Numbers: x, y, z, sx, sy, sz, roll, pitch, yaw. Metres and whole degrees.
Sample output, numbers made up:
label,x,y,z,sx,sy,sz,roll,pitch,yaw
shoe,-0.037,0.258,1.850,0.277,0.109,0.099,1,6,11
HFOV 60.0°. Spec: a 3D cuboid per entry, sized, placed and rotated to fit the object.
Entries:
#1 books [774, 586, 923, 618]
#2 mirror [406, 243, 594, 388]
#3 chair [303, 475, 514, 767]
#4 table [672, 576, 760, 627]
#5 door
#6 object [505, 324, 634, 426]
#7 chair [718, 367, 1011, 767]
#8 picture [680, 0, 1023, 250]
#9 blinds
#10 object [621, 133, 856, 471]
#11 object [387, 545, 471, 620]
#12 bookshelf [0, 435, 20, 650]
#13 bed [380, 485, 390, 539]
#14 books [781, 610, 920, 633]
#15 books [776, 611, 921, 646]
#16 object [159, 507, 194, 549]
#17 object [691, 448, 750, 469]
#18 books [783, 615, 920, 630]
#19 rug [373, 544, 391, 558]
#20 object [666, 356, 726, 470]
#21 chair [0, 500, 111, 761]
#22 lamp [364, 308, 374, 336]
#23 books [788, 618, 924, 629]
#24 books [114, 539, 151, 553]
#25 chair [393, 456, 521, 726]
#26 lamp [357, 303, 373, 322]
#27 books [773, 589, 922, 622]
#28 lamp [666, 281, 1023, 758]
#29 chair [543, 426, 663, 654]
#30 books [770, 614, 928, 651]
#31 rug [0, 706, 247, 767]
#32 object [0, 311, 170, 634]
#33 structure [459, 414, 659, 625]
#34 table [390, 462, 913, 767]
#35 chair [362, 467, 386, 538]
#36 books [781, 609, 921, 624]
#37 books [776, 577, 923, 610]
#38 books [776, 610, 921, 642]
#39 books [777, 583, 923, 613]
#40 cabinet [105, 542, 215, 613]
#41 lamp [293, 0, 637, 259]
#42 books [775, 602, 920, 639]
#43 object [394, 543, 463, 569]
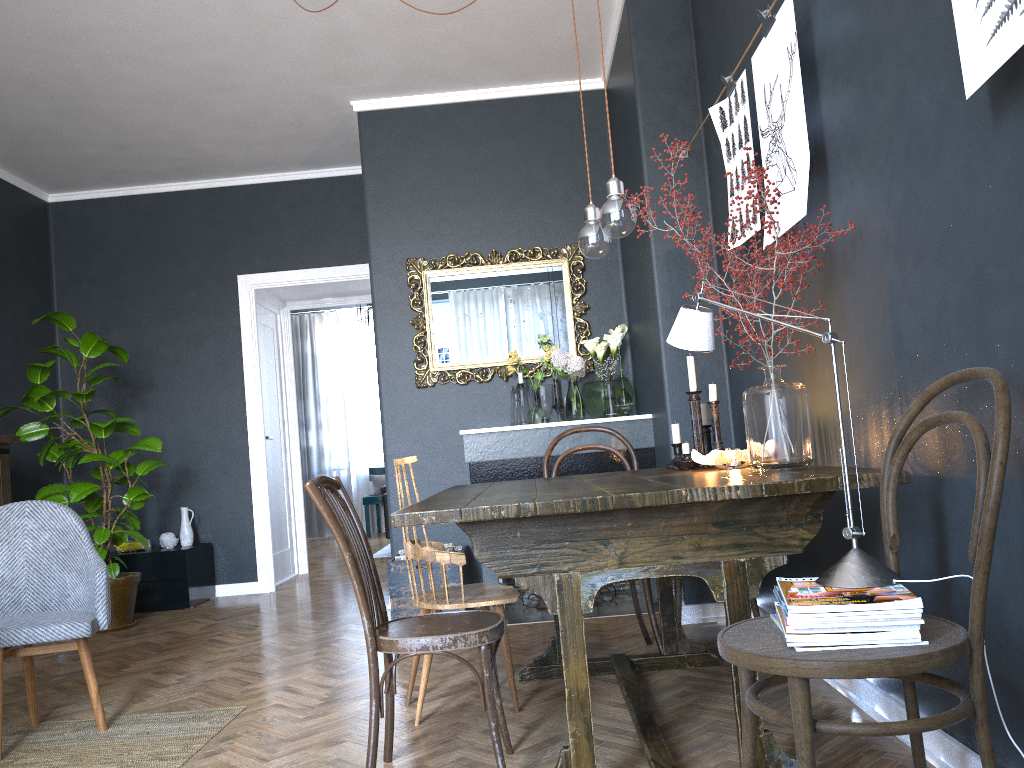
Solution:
label,x,y,z,sx,sy,sz,roll,pitch,yaw
books,0.618,0.402,1.668,0.218,0.008,0.305,-6,-5,12
mirror,-0.074,-0.404,5.200,1.057,0.783,0.067,-5,-4,1
chair,-0.256,0.631,2.347,0.467,0.819,0.363,-5,-4,1
table,0.830,0.901,3.753,0.364,0.317,0.370,-5,-4,1
door,-1.869,0.430,6.842,0.162,2.184,0.857,-5,-4,1
object,0.317,-0.055,4.962,0.727,0.546,0.474,-5,-4,4
chair,0.659,0.447,1.648,0.549,0.920,0.438,-5,-4,-2
picture,0.780,-0.876,1.896,0.058,0.770,4.462,-5,-4,1
blinds,-1.030,0.372,10.978,3.992,2.786,0.312,-5,-4,1
object,0.718,-0.226,2.495,0.638,0.930,0.557,-3,-4,-29
object,-0.435,1.086,4.830,0.383,0.326,0.553,-5,-4,1
bookshelf,-2.999,0.825,4.064,0.451,1.171,1.920,-5,-4,1
bed,-0.085,0.965,9.047,2.375,1.160,2.268,-5,-4,1
books,0.624,0.432,1.674,0.218,0.008,0.288,-6,-5,14
books,0.621,0.454,1.674,0.218,0.007,0.305,-6,-5,13
object,-2.329,0.984,6.065,0.229,0.267,0.229,-8,-5,34
object,0.691,0.229,2.774,0.252,0.072,0.254,-5,-4,7
books,0.625,0.427,1.674,0.218,0.008,0.288,-6,-5,14
rug,-0.547,1.584,8.987,1.458,0.013,2.047,-5,-4,1
object,0.664,0.095,3.247,0.223,0.419,0.368,-5,-4,2
chair,-1.722,0.815,3.047,0.645,0.810,0.495,-3,-4,-21
lamp,-1.463,-0.919,9.390,0.210,0.803,0.210,-6,-4,15
books,0.623,0.421,1.666,0.218,0.006,0.305,-6,-5,13
books,-2.591,1.109,6.063,0.214,0.066,0.162,-5,-4,-4
chair,-0.188,0.662,3.000,0.383,0.855,0.456,-4,-4,-14
lamp,-1.479,-0.998,9.006,0.210,0.713,0.210,-6,-4,15
books,0.616,0.409,1.668,0.218,0.008,0.305,-6,-5,12
lamp,0.656,0.259,1.805,0.242,1.068,0.801,-1,-5,-45
chair,0.353,0.619,3.520,0.438,0.920,0.549,-5,-4,3
books,0.622,0.461,1.672,0.218,0.008,0.305,-6,-4,8
rug,-1.477,1.139,2.224,1.003,0.013,2.013,-5,-4,1
object,-2.573,0.528,5.341,1.118,1.897,0.764,-5,-4,-5
structure,0.266,0.702,4.758,1.065,0.980,0.835,-5,-4,1
table,0.343,0.652,2.674,1.126,0.727,1.606,-5,-4,1
chair,-1.508,1.382,10.515,0.435,0.798,0.593,-5,-4,1
books,0.620,0.416,1.670,0.218,0.008,0.288,-6,-5,12
books,0.620,0.386,1.667,0.219,0.013,0.305,-6,-5,13
books,0.620,0.446,1.673,0.218,0.008,0.305,-6,-5,13
books,0.622,0.394,1.667,0.218,0.008,0.305,-6,-5,13
cabinet,-2.431,1.320,6.015,0.650,0.390,0.456,-5,-4,1
lamp,-0.397,-1.123,2.981,1.592,1.573,0.583,-7,-4,32
books,0.619,0.438,1.675,0.219,0.013,0.305,-6,-5,13
object,-0.437,1.010,4.835,0.370,0.246,0.533,-5,-4,1
